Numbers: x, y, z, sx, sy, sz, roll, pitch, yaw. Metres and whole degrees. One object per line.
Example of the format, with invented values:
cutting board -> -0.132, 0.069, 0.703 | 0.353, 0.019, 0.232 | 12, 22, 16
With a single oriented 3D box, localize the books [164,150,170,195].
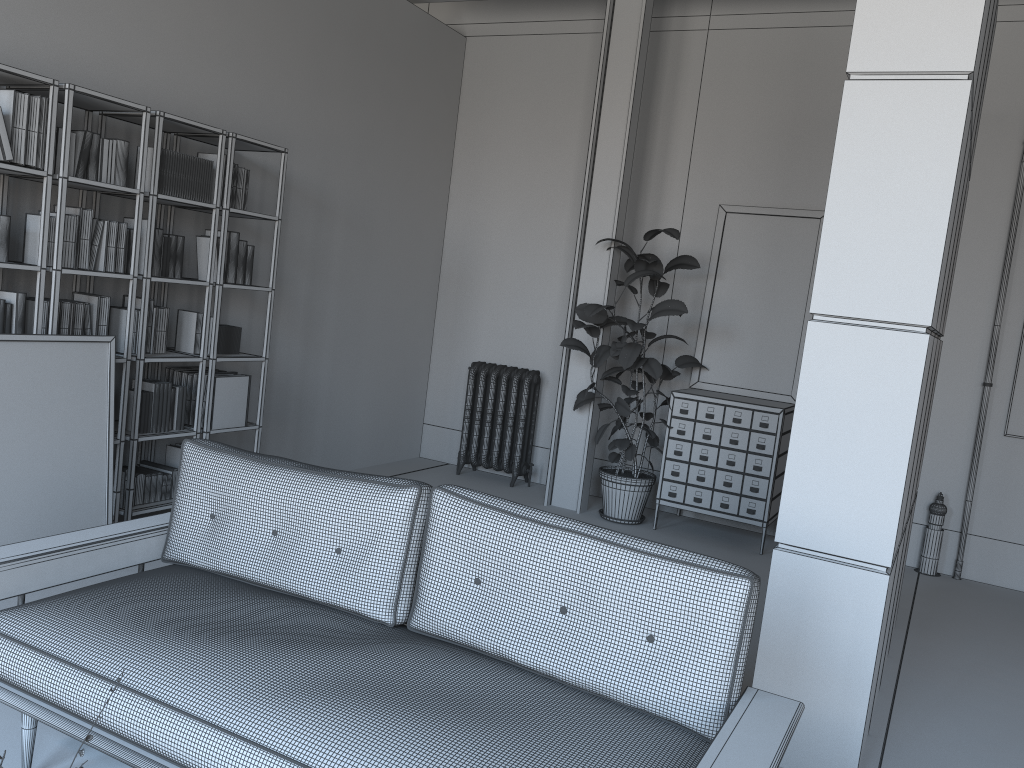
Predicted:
books -> -1.869, -1.112, 4.644 | 0.182, 0.240, 0.016 | 10, 6, 26

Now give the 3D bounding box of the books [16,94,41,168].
books -> -2.264, -1.147, 4.005 | 0.317, 0.315, 0.056 | 10, 6, 26

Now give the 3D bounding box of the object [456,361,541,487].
object -> -0.108, 0.341, 7.527 | 0.733, 1.007, 0.328 | 10, 6, 26

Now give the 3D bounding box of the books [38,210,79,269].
books -> -2.195, -0.693, 4.269 | 0.193, 0.265, 0.091 | 10, 6, 26

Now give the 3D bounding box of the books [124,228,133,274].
books -> -2.065, -0.707, 4.717 | 0.180, 0.244, 0.057 | 10, 6, 26

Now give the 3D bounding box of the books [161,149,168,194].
books -> -1.876, -1.111, 4.630 | 0.182, 0.240, 0.016 | 10, 6, 26

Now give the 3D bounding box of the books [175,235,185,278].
books -> -1.926, -0.717, 4.989 | 0.180, 0.244, 0.057 | 10, 6, 26

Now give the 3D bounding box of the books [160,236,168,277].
books -> -1.955, -0.699, 4.865 | 0.165, 0.227, 0.022 | 10, 6, 26

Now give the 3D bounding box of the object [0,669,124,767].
object -> -0.682, 0.699, 1.166 | 0.443, 0.709, 0.194 | 5, 6, -23

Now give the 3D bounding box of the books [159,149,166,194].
books -> -1.883, -1.111, 4.616 | 0.182, 0.240, 0.016 | 10, 6, 26

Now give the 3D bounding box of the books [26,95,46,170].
books -> -2.231, -1.148, 4.036 | 0.272, 0.326, 0.027 | 10, 6, 26

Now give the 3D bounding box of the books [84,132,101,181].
books -> -2.105, -1.112, 4.359 | 0.178, 0.242, 0.057 | 10, 6, 26

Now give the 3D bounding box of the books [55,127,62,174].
books -> -2.198, -1.102, 4.199 | 0.173, 0.231, 0.029 | 10, 6, 26

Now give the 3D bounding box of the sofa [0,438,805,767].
sofa -> -0.460, 0.781, 2.502 | 2.347, 0.948, 0.952 | 10, 6, 26

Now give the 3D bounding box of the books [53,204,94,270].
books -> -2.170, -0.719, 4.356 | 0.222, 0.303, 0.071 | 10, 6, 26

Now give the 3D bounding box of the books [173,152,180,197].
books -> -1.841, -1.114, 4.700 | 0.182, 0.240, 0.016 | 10, 6, 26

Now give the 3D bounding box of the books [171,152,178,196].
books -> -1.848, -1.113, 4.686 | 0.182, 0.240, 0.016 | 10, 6, 26

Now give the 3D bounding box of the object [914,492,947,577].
object -> 2.938, 1.067, 6.160 | 0.206, 0.647, 0.173 | 4, 6, -28

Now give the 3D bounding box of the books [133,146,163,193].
books -> -1.890, -1.110, 4.602 | 0.182, 0.240, 0.016 | 10, 6, 26

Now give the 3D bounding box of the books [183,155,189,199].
books -> -1.812, -1.116, 4.756 | 0.182, 0.240, 0.016 | 10, 6, 26

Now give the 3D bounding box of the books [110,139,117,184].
books -> -2.059, -1.110, 4.449 | 0.180, 0.238, 0.027 | 10, 6, 26

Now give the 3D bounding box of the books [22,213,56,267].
books -> -2.236, -0.679, 4.198 | 0.178, 0.244, 0.057 | 10, 6, 26

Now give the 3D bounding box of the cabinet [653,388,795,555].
cabinet -> 1.574, 0.606, 6.509 | 0.796, 1.026, 0.668 | 10, 6, 26

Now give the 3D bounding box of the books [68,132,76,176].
books -> -2.162, -1.096, 4.249 | 0.161, 0.222, 0.039 | 10, 6, 26

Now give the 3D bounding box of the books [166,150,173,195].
books -> -1.862, -1.112, 4.658 | 0.182, 0.240, 0.016 | 10, 6, 26

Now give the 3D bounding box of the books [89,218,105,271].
books -> -2.140, -0.700, 4.425 | 0.193, 0.267, 0.084 | 10, 6, 27

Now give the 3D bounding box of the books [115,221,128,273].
books -> -2.069, -0.704, 4.543 | 0.193, 0.265, 0.062 | 10, 6, 26

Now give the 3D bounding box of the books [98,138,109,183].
books -> -2.084, -1.104, 4.402 | 0.196, 0.229, 0.035 | 10, 6, 26

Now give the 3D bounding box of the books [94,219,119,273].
books -> -2.088, -0.700, 4.480 | 0.193, 0.265, 0.062 | 10, 6, 26

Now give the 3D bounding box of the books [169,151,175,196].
books -> -1.855, -1.113, 4.672 | 0.182, 0.240, 0.016 | 10, 6, 26

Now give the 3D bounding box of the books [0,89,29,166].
books -> -2.293, -1.144, 3.949 | 0.319, 0.318, 0.068 | 10, 6, 26

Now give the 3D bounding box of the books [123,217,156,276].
books -> -1.998, -0.735, 4.745 | 0.224, 0.304, 0.038 | 10, 6, 26

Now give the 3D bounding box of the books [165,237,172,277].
books -> -1.945, -0.700, 4.885 | 0.165, 0.227, 0.022 | 10, 6, 26

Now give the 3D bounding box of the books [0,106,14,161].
books -> -2.259, -1.083, 3.842 | 0.184, 0.229, 0.107 | 10, 6, 26

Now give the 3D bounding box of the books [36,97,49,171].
books -> -2.224, -1.149, 4.072 | 0.303, 0.326, 0.033 | 10, 6, 26

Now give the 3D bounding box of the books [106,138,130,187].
books -> -2.034, -1.117, 4.499 | 0.178, 0.242, 0.083 | 10, 6, 26

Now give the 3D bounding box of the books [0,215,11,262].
books -> -2.361, -0.663, 4.048 | 0.164, 0.223, 0.052 | 10, 6, 26

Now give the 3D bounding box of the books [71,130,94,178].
books -> -2.118, -1.106, 4.292 | 0.178, 0.244, 0.077 | 10, 6, 25

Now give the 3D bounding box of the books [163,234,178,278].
books -> -1.943, -0.714, 4.931 | 0.180, 0.244, 0.057 | 10, 6, 26

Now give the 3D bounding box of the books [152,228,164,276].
books -> -1.999, -0.721, 4.824 | 0.195, 0.266, 0.091 | 10, 6, 26

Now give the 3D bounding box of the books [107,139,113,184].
books -> -2.071, -1.107, 4.427 | 0.187, 0.232, 0.023 | 10, 6, 26

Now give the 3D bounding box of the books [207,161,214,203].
books -> -1.734, -1.121, 4.910 | 0.182, 0.240, 0.016 | 10, 6, 26

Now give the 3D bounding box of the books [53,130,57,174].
books -> -2.208, -1.088, 4.160 | 0.154, 0.213, 0.043 | 10, 6, 26

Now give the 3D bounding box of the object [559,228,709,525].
object -> 0.844, -0.061, 6.458 | 0.868, 2.157, 1.270 | 10, 6, 27
